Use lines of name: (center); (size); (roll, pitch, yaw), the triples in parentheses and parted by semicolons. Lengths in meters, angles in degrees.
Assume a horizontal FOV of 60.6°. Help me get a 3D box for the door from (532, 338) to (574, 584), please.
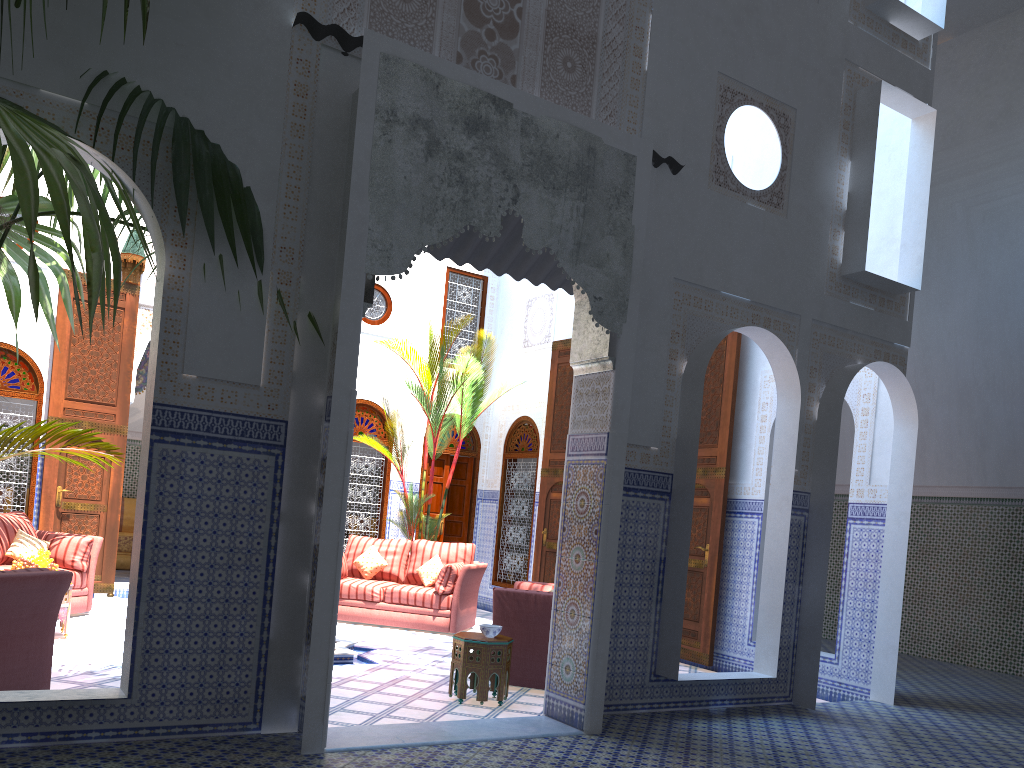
door: (0.443, 0.856, 7.566); (0.124, 2.514, 0.579); (5, 0, -37)

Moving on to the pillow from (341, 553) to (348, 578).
pillow: (-1.442, 1.465, 7.047); (0.187, 0.252, 0.384); (4, -6, 15)

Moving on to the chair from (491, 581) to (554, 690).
chair: (0.303, 1.447, 5.013); (0.724, 0.540, 0.822); (4, -6, 13)

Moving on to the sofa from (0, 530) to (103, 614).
sofa: (-3.401, 1.216, 5.623); (0.729, 0.538, 1.379); (4, -8, 13)

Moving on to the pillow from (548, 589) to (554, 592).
pillow: (0.235, 1.274, 5.079); (0.260, 0.233, 0.168); (2, -4, 35)

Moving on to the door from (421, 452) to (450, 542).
door: (-0.799, 1.406, 8.610); (0.287, 1.462, 0.123); (5, 0, -32)

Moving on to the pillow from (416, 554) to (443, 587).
pillow: (-0.641, 1.487, 6.991); (0.149, 0.258, 0.279); (6, -5, -32)

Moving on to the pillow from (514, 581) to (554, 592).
pillow: (0.177, 1.331, 5.275); (0.378, 0.253, 0.189); (3, -3, 14)

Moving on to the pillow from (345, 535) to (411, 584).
pillow: (-1.139, 1.469, 7.329); (0.579, 0.379, 0.304); (4, -4, 13)

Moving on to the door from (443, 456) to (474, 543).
door: (-0.590, 1.458, 8.828); (0.286, 1.462, 0.024); (5, 0, -2)

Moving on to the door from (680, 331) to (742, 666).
door: (1.316, 0.716, 6.171); (0.124, 2.514, 0.580); (5, 0, -27)

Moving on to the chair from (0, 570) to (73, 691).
chair: (-2.299, 0.961, 3.361); (0.809, 0.540, 0.735); (4, -6, 13)

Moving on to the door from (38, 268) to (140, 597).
door: (-3.322, 0.416, 6.863); (0.587, 2.514, 0.123); (5, 0, -37)

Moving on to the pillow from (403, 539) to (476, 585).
pillow: (-0.596, 1.490, 7.204); (0.558, 0.401, 0.308); (4, -3, 9)

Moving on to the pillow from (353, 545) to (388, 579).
pillow: (-1.157, 1.452, 7.136); (0.300, 0.277, 0.132); (3, -2, 24)

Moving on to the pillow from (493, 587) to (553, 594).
pillow: (0.083, 1.250, 4.833); (0.395, 0.243, 0.189); (3, -4, 14)

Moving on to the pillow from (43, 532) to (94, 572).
pillow: (-3.098, 1.163, 6.069); (0.395, 0.243, 0.189); (3, -4, 14)

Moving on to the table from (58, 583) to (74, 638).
table: (-2.863, 1.295, 5.080); (0.542, 0.322, 0.538); (9, -8, -32)

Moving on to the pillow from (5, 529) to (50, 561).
pillow: (-3.262, 1.105, 5.905); (0.268, 0.235, 0.146); (8, -3, -30)

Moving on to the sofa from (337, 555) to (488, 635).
sofa: (-0.927, 1.667, 7.123); (1.357, 0.540, 0.741); (3, -6, 13)

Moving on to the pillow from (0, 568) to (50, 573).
pillow: (-2.025, 0.861, 3.499); (0.187, 0.252, 0.384); (4, -6, 15)

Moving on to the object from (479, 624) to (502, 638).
object: (-0.109, 1.236, 4.376); (0.119, 0.057, 0.119); (8, -8, -19)

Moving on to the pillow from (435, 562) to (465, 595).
pillow: (-0.470, 1.513, 6.831); (0.187, 0.242, 0.401); (4, -6, 14)

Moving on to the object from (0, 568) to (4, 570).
object: (-2.970, 1.081, 4.996); (0.118, 0.057, 0.119); (4, -7, 6)

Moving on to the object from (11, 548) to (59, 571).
object: (-2.849, 1.097, 5.229); (0.216, 0.239, 0.310); (2, -6, 39)

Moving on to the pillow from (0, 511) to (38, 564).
pillow: (-3.472, 1.050, 5.943); (0.319, 0.373, 0.568); (4, -6, 14)

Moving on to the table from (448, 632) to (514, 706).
table: (-0.157, 1.425, 4.387); (0.291, 0.323, 0.289); (7, -5, -32)
